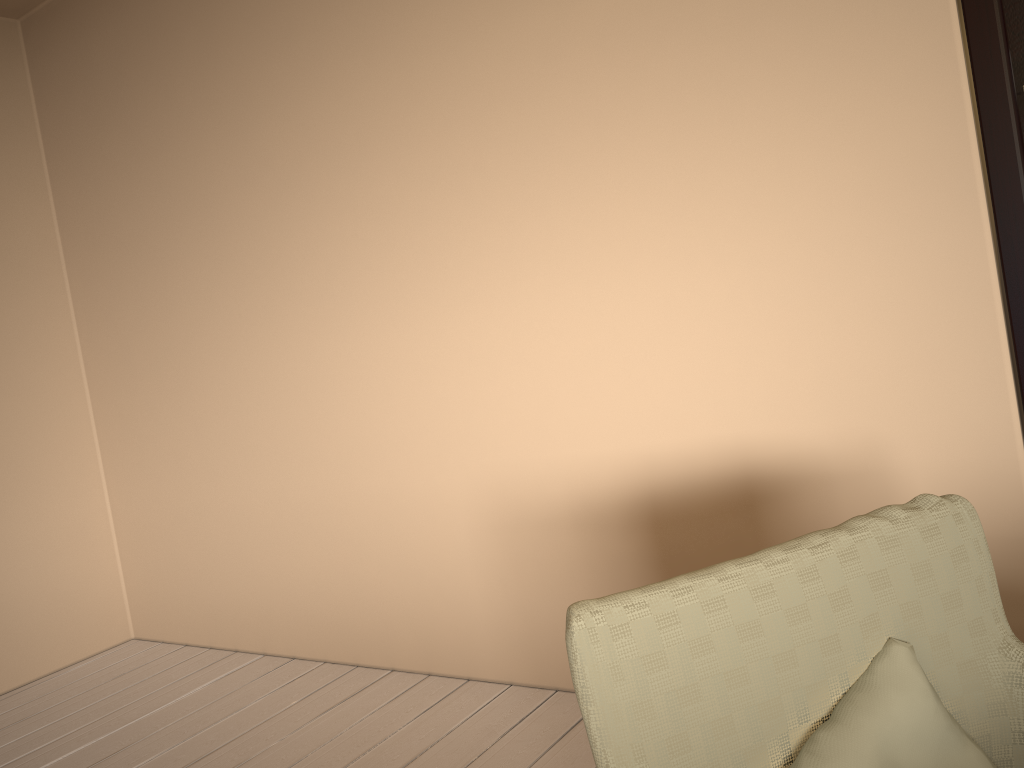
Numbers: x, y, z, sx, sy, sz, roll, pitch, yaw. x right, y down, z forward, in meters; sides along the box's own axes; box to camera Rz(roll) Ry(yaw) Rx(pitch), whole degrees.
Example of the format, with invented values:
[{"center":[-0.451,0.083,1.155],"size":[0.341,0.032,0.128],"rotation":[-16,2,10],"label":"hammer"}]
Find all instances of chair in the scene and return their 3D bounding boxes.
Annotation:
[{"center":[0.436,0.568,0.769],"size":[0.564,0.800,0.561],"rotation":[-11,3,-19],"label":"chair"}]

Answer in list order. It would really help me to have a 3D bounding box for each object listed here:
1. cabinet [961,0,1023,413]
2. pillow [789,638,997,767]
[{"center":[2.105,-0.415,1.367],"size":[2.483,1.838,0.891],"rotation":[-7,3,35],"label":"cabinet"},{"center":[0.386,0.437,0.870],"size":[0.317,0.294,0.247],"rotation":[-12,4,-42],"label":"pillow"}]
